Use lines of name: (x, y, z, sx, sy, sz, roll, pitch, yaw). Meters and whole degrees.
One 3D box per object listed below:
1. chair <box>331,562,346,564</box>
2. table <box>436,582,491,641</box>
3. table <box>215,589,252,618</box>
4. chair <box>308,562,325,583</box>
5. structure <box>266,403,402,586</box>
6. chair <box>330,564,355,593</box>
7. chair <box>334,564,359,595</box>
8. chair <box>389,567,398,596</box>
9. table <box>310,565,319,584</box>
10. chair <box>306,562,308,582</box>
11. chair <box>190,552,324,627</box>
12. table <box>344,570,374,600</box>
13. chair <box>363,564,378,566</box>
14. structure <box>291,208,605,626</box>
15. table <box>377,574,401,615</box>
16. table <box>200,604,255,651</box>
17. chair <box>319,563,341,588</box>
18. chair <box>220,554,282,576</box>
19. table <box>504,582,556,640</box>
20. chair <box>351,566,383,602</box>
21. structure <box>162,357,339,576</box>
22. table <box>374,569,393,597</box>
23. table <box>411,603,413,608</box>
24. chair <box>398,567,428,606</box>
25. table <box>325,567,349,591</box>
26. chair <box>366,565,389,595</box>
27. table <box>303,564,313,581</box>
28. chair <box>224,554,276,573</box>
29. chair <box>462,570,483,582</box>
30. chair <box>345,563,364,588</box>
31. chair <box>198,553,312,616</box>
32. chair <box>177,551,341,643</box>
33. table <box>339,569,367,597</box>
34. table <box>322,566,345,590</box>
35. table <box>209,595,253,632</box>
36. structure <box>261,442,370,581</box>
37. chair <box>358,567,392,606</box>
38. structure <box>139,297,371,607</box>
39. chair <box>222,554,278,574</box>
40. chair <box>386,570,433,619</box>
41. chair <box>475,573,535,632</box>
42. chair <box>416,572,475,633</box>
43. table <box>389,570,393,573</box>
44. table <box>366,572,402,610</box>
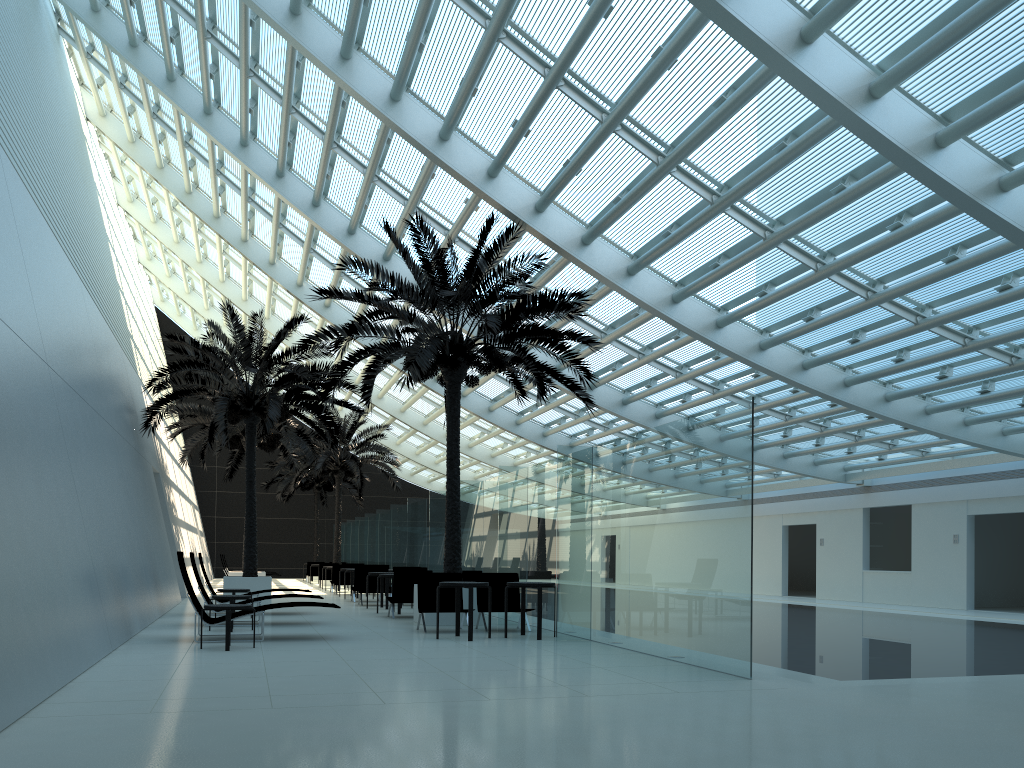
chair: (-7.226, 7.928, 36.635, 0.717, 0.873, 0.901, 2, -6, -17)
table: (-0.662, 3.112, 11.972, 0.682, 0.768, 0.688, -3, -6, 30)
table: (-4.901, 3.870, 15.345, 0.555, 0.509, 0.562, -3, -7, 26)
chair: (-8.118, 7.863, 36.362, 0.717, 0.873, 0.901, 2, -6, -17)
structure: (-6.640, 4.206, 33.164, 4.835, 6.912, 4.498, 2, -4, -23)
chair: (-5.280, 6.046, 27.140, 0.717, 0.873, 0.901, 2, -6, -17)
chair: (-4.794, 5.723, 25.501, 0.717, 0.873, 0.901, 2, -6, -17)
chair: (-2.725, 5.039, 21.977, 0.717, 0.873, 0.901, 2, -6, -17)
table: (-7.741, 7.671, 35.104, 0.681, 0.768, 0.689, -2, -6, 21)
chair: (-8.604, 8.187, 38.002, 0.717, 0.873, 0.901, 2, -6, -17)
chair: (-4.116, 3.306, 14.104, 2.041, 1.139, 0.935, 3, -6, -17)
table: (-3.993, 5.252, 22.828, 0.681, 0.768, 0.689, -2, -6, 26)
chair: (-4.389, 6.110, 27.413, 0.717, 0.873, 0.901, 2, -6, -17)
structure: (-0.992, 0.572, 14.724, 4.822, 6.913, 4.509, 1, -4, 2)
table: (-2.285, 4.151, 17.247, 0.681, 0.768, 0.689, -2, -6, 26)
table: (-3.384, 2.893, 10.389, 0.555, 0.509, 0.562, -3, -7, 26)
chair: (-6.440, 6.783, 30.879, 0.717, 0.873, 0.901, 2, -6, -17)
chair: (-9.059, 6.489, 30.257, 2.041, 1.139, 0.935, 3, -6, -17)
table: (0.266, 3.179, 12.255, 0.682, 0.768, 0.688, -3, -6, 30)
chair: (-3.617, 4.974, 21.705, 0.717, 0.873, 0.901, 2, -6, -17)
structure: (-7.664, 2.627, 25.028, 4.294, 6.787, 4.697, -1, -4, 17)
table: (-3.490, 5.597, 24.527, 0.681, 0.768, 0.689, -2, -6, 21)
table: (-1.826, 4.526, 19.091, 0.681, 0.768, 0.689, -2, -6, 21)
chair: (-2.235, 4.713, 20.326, 0.717, 0.873, 0.901, 2, -6, -17)
table: (-5.657, 6.323, 28.264, 0.681, 0.768, 0.689, -2, -6, 26)
chair: (-3.902, 5.787, 25.774, 0.717, 0.873, 0.901, 2, -6, -17)
table: (-8.981, 8.464, 39.125, 0.682, 0.768, 0.688, -3, -6, 30)
chair: (-10.599, 7.481, 35.290, 2.041, 1.139, 0.935, 3, -6, -17)
chair: (-1.017, 3.939, 16.396, 0.717, 0.873, 0.901, 2, -6, -17)
chair: (-5.548, 6.847, 31.152, 0.717, 0.873, 0.901, 2, -6, -17)
chair: (-4.874, 3.794, 16.582, 2.041, 1.139, 0.935, 3, -6, -17)
chair: (-3.358, 2.817, 11.626, 2.041, 1.139, 0.935, 3, -6, -17)
table: (-4.417, 5.530, 24.243, 0.681, 0.768, 0.689, -2, -6, 21)
table: (-6.070, 6.595, 29.645, 0.681, 0.768, 0.689, -2, -6, 21)
table: (-4.142, 3.381, 12.867, 0.555, 0.509, 0.562, -3, -7, 26)
structure: (-9.016, 5.755, 41.018, 4.482, 6.911, 4.854, 4, -5, -38)
chair: (-3.127, 4.649, 20.053, 0.717, 0.873, 0.901, 2, -6, -17)
structure: (-5.699, 1.532, 19.307, 4.669, 6.728, 4.317, 4, -5, -38)
chair: (-9.817, 6.978, 32.735, 2.041, 1.139, 0.935, 3, -6, -17)
chair: (-1.909, 3.874, 16.123, 0.717, 0.873, 0.901, 2, -6, -17)
chair: (-0.110, 3.344, 13.380, 0.717, 0.873, 0.901, 2, -6, -17)
chair: (-1.001, 3.280, 13.108, 0.717, 0.873, 0.901, 2, -6, -17)
table: (-3.066, 5.318, 23.112, 0.681, 0.768, 0.689, -2, -6, 26)
table: (-2.753, 4.459, 18.807, 0.681, 0.768, 0.689, -2, -6, 21)
